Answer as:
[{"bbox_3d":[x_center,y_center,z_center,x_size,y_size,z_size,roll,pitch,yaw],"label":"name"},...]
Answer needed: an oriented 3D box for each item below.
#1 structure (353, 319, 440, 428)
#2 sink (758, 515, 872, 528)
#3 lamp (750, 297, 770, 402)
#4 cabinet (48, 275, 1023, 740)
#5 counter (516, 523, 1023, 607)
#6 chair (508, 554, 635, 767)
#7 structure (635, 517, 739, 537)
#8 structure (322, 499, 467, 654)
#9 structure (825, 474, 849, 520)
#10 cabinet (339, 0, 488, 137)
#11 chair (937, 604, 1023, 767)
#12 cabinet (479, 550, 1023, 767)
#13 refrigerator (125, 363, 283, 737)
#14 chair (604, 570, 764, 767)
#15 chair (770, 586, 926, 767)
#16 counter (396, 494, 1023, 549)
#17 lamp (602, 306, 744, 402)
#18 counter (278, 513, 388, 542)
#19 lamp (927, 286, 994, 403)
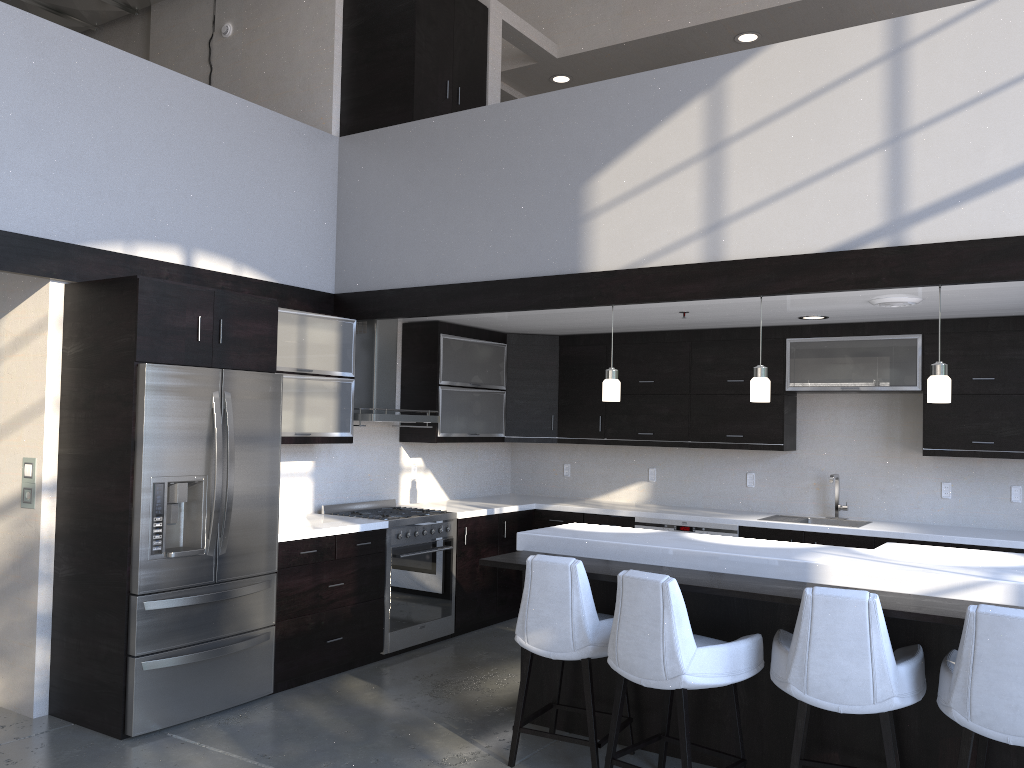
[{"bbox_3d":[-0.898,-0.164,6.210,0.489,0.930,0.727,0,-2,33],"label":"structure"},{"bbox_3d":[2.128,1.044,6.228,0.677,0.168,0.475,0,-3,33],"label":"sink"},{"bbox_3d":[1.296,-0.218,4.620,0.100,0.623,0.100,0,-2,39],"label":"lamp"},{"bbox_3d":[0.618,0.649,5.158,4.231,2.314,4.277,0,-3,33],"label":"cabinet"},{"bbox_3d":[1.249,0.833,4.381,2.293,0.095,0.977,0,-3,33],"label":"counter"},{"bbox_3d":[0.273,1.258,4.048,0.579,0.984,0.501,0,-2,29],"label":"chair"},{"bbox_3d":[1.436,1.403,6.713,0.784,0.789,0.783,0,-3,33],"label":"structure"},{"bbox_3d":[-0.800,1.287,6.135,0.621,0.902,0.845,0,-3,33],"label":"structure"},{"bbox_3d":[2.317,0.811,6.362,0.149,0.328,0.224,0,-2,33],"label":"structure"},{"bbox_3d":[-0.704,-1.729,6.424,0.684,2.232,0.838,0,-2,33],"label":"cabinet"},{"bbox_3d":[1.770,1.247,3.084,0.579,0.984,0.501,0,-3,39],"label":"chair"},{"bbox_3d":[1.334,1.318,4.069,2.691,0.910,1.371,0,-3,33],"label":"cabinet"},{"bbox_3d":[-1.796,0.811,4.690,0.820,1.771,0.853,0,-2,33],"label":"refrigerator"},{"bbox_3d":[0.663,1.248,3.636,0.579,0.984,0.501,-1,-3,44],"label":"chair"},{"bbox_3d":[1.271,1.250,3.401,0.579,0.984,0.501,0,-2,24],"label":"chair"},{"bbox_3d":[1.300,0.966,6.208,4.238,0.045,1.710,0,-3,33],"label":"counter"},{"bbox_3d":[1.118,-0.165,5.835,0.124,0.623,1.953,0,-3,35],"label":"lamp"},{"bbox_3d":[-1.319,0.874,5.439,0.676,0.047,0.920,0,-3,33],"label":"counter"},{"bbox_3d":[2.521,-0.176,4.926,0.124,0.623,1.949,0,-3,33],"label":"lamp"}]
